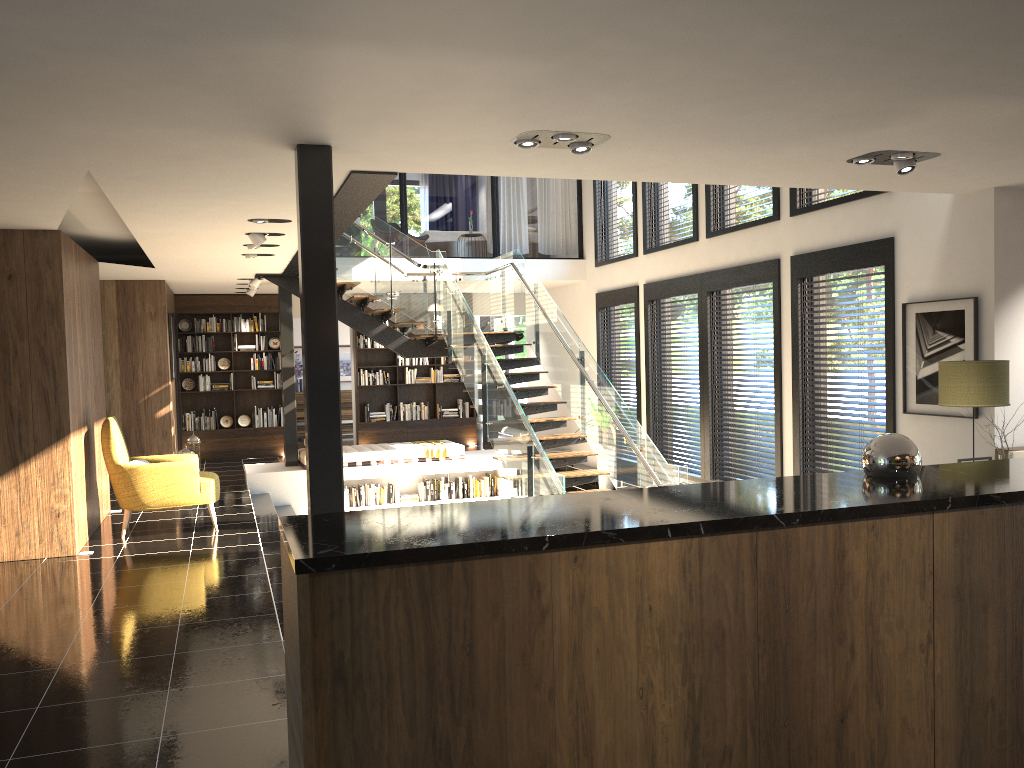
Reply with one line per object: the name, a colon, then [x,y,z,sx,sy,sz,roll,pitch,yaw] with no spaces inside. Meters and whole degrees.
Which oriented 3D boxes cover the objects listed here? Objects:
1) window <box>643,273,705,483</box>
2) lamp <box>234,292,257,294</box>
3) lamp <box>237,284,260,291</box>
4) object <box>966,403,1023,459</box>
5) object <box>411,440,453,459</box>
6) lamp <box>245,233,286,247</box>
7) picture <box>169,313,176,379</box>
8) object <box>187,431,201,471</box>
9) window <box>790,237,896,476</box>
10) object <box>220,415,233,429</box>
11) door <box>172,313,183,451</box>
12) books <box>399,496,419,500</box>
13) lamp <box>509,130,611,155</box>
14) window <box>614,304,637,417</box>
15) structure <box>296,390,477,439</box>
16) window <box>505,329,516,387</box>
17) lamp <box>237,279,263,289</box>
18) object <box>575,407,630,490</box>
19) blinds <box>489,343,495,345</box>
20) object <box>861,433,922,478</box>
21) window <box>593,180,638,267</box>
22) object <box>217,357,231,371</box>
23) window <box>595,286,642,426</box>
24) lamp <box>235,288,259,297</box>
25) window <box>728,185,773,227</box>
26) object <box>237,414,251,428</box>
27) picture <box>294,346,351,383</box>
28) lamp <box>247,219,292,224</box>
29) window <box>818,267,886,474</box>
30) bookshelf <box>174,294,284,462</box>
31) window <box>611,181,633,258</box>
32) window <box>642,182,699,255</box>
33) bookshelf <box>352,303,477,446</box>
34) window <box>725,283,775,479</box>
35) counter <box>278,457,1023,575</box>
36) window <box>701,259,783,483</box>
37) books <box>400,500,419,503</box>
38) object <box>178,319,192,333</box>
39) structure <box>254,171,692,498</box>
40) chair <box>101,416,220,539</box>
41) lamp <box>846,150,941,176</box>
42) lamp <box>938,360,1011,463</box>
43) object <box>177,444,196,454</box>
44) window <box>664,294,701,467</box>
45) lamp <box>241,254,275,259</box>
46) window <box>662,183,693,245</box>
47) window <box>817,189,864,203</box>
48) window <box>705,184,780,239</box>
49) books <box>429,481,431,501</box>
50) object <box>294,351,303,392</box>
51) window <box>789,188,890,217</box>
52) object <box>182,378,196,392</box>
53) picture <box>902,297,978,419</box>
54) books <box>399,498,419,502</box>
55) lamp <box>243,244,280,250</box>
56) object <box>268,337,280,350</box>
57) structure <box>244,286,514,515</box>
window: [2.178,-0.080,11.155,0.358,2.477,1.498,-2,3,-18]
lamp: [-4.254,-1.508,14.157,0.346,0.177,0.195,-2,2,-18]
lamp: [-3.769,-1.449,12.683,0.346,0.231,0.195,-2,2,-18]
object: [3.401,0.408,6.214,0.406,0.745,0.607,0,3,32]
object: [-1.204,1.111,13.147,0.466,0.510,1.166,-2,2,-18]
lamp: [-2.176,-1.332,7.819,0.346,0.247,0.195,-2,2,-18]
picture: [-4.787,-0.528,12.502,0.028,0.912,0.748,-2,2,-18]
object: [-4.436,0.973,12.384,0.182,0.643,0.182,-2,3,-18]
window: [3.157,-0.014,8.172,0.358,2.477,1.392,-2,3,-18]
object: [-4.663,0.622,14.489,0.212,0.222,0.082,-2,3,-18]
door: [-5.195,0.108,13.678,0.104,2.349,0.930,-2,3,-18]
books: [-1.481,1.622,12.680,0.274,0.025,0.156,-2,2,-21]
lamp: [0.250,-1.344,4.685,0.501,0.195,0.349,-2,2,-18]
window: [1.739,-0.114,12.723,0.005,2.298,1.220,-2,3,-18]
structure: [-3.840,0.619,18.442,6.275,0.982,0.885,-2,2,-18]
window: [-0.063,-0.226,17.896,0.184,2.477,2.980,-2,2,-18]
lamp: [-3.528,-1.416,11.949,0.346,0.263,0.195,-2,2,-18]
object: [1.261,0.840,12.125,0.876,1.339,0.830,-3,3,-29]
blinds: [-0.515,-0.328,18.691,0.161,2.772,1.080,-2,3,-20]
object: [1.545,0.313,3.611,0.227,0.228,0.227,0,3,32]
window: [1.591,-2.968,12.581,0.358,2.477,1.392,-2,3,-18]
object: [-4.696,-0.323,14.466,0.212,0.222,0.082,-2,3,-18]
window: [1.669,-0.112,12.709,0.358,2.477,1.392,-2,3,-18]
lamp: [-4.011,-1.449,13.420,0.346,0.263,0.195,-2,2,-18]
window: [2.656,-2.902,9.564,0.005,2.298,1.220,-2,3,-18]
object: [-4.400,0.613,14.570,0.212,0.222,0.082,-2,3,-18]
picture: [-3.534,-0.419,18.705,3.542,0.749,0.035,-2,3,-18]
lamp: [-1.935,-1.360,7.080,0.346,0.158,0.195,-2,2,-18]
window: [3.227,-0.016,8.187,0.005,2.298,1.220,-2,3,-18]
bookshelf: [-4.562,-0.111,14.528,1.703,2.684,0.273,-2,3,-18]
window: [1.661,-2.970,12.595,0.005,2.298,1.220,-2,3,-18]
window: [2.088,-2.934,11.065,0.358,2.477,1.392,-2,3,-18]
bookshelf: [-1.689,-0.218,15.467,2.090,2.684,0.273,-2,3,-18]
window: [2.715,-0.051,9.749,0.005,2.298,1.312,-2,3,-18]
counter: [1.011,0.416,3.245,3.573,0.041,0.698,-2,2,-18]
window: [2.645,-0.049,9.735,0.358,2.477,1.498,-2,3,-18]
books: [-1.478,1.671,12.677,0.257,0.024,0.167,-2,2,-18]
object: [-5.248,-0.932,14.237,0.212,0.222,0.082,-2,3,-18]
structure: [-0.700,-0.193,9.266,3.447,4.871,7.277,-2,2,-19]
chair: [-3.328,0.839,8.439,1.030,1.098,0.807,-2,2,-19]
lamp: [2.301,-1.402,5.356,0.501,0.231,0.349,-2,2,-18]
lamp: [3.139,0.563,6.103,0.437,1.446,0.637,-1,2,7]
object: [-4.456,1.061,12.138,0.262,0.484,0.262,-2,3,-18]
window: [2.249,-0.083,11.169,0.005,2.298,1.312,-2,3,-18]
lamp: [-2.660,-1.400,9.290,0.346,0.177,0.195,-2,2,-18]
window: [2.158,-2.936,11.080,0.005,2.298,1.220,-2,3,-18]
window: [3.150,-2.869,8.059,0.005,2.298,1.220,-2,3,-18]
window: [2.586,-2.900,9.550,0.358,2.477,1.392,-2,3,-18]
books: [-1.206,1.530,12.764,0.030,0.284,0.176,-2,2,-18]
object: [-4.446,-0.254,18.259,0.272,0.860,0.270,-2,3,-4]
window: [3.080,-2.866,8.044,0.358,2.477,1.392,-2,3,-18]
object: [-5.217,0.013,14.308,0.212,0.222,0.082,-2,3,-18]
picture: [3.355,-0.202,6.978,0.028,0.912,0.748,-2,2,-18]
books: [-1.478,1.647,12.676,0.261,0.024,0.167,-2,2,-21]
lamp: [-2.418,-1.383,8.553,0.346,0.177,0.195,-2,2,-18]
object: [-3.925,-0.668,14.688,0.212,0.222,0.082,-2,3,-18]
structure: [-1.936,0.135,12.860,3.781,3.247,1.148,-2,3,-18]
